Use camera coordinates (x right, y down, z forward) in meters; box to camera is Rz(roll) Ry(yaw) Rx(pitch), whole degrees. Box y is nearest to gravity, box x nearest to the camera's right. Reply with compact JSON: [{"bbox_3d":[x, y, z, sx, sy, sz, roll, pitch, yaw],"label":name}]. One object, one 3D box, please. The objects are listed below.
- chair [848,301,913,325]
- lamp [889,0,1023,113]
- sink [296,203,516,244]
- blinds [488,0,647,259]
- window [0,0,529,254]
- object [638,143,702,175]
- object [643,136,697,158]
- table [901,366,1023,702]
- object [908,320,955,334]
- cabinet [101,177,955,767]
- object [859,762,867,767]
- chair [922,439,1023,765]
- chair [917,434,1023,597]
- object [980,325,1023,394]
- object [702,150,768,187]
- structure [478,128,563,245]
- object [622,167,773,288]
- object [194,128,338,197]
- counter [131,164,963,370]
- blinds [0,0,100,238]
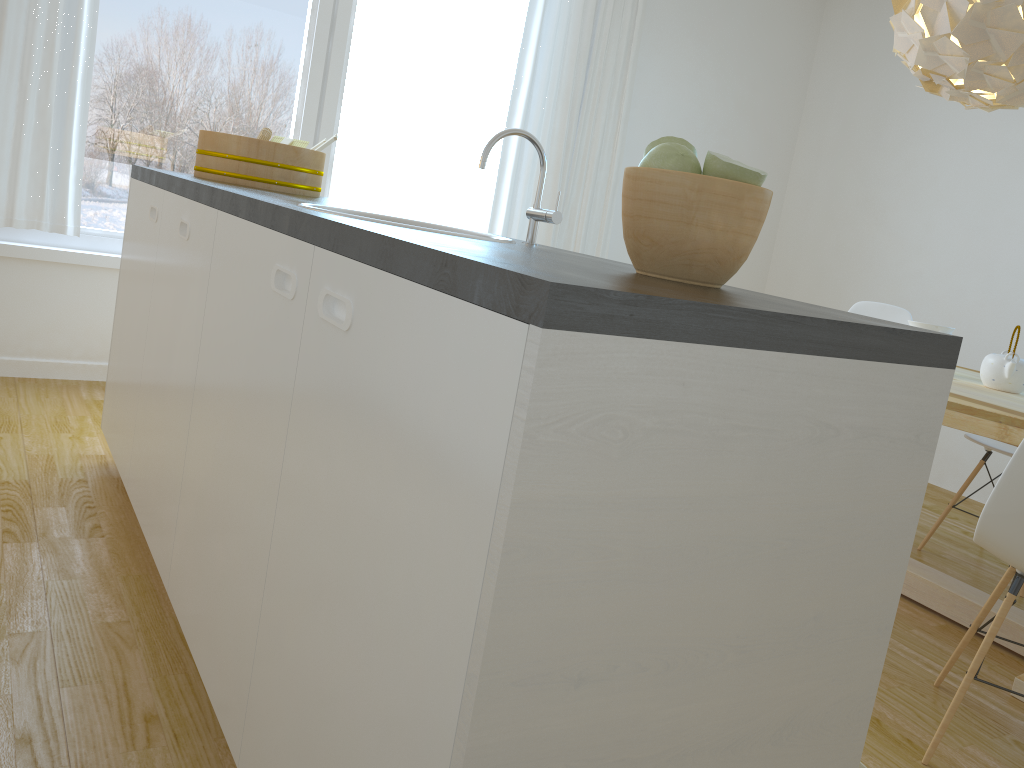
[{"bbox_3d":[1.499,0.080,3.929,0.433,0.894,0.523,15,9,32],"label":"chair"},{"bbox_3d":[1.579,-1.408,2.742,0.645,1.126,0.646,5,10,-33],"label":"lamp"},{"bbox_3d":[-0.204,-0.222,1.634,0.404,0.155,0.407,12,10,9],"label":"sink"},{"bbox_3d":[0.362,-1.521,4.635,0.793,2.143,0.151,5,9,-32],"label":"blinds"},{"bbox_3d":[-0.880,-1.458,4.125,2.720,1.903,0.089,4,9,-32],"label":"window"},{"bbox_3d":[0.212,-0.280,1.212,0.086,0.098,0.103,8,9,-11],"label":"object"},{"bbox_3d":[0.229,-0.320,1.282,0.077,0.071,0.074,9,9,-7],"label":"object"},{"bbox_3d":[1.326,0.317,2.983,1.191,0.719,2.215,4,12,-33],"label":"table"},{"bbox_3d":[1.437,-0.167,3.052,0.152,0.086,0.153,9,10,-4],"label":"object"},{"bbox_3d":[-0.407,0.109,1.969,0.599,0.902,2.428,5,11,-32],"label":"cabinet"},{"bbox_3d":[0.647,0.548,1.774,0.475,0.497,1.191,16,12,35],"label":"object"},{"bbox_3d":[1.229,0.414,1.918,0.432,0.894,0.524,14,9,27],"label":"chair"},{"bbox_3d":[1.983,0.274,3.361,0.522,0.894,0.434,5,9,-32],"label":"chair"},{"bbox_3d":[1.564,-0.084,2.794,0.177,0.210,0.149,5,10,-33],"label":"object"},{"bbox_3d":[0.295,-0.273,1.178,0.085,0.065,0.085,7,10,-20],"label":"object"},{"bbox_3d":[0.017,-0.380,1.699,0.162,0.213,0.098,5,9,-32],"label":"structure"},{"bbox_3d":[0.246,-0.214,1.235,0.206,0.141,0.206,13,10,19],"label":"object"},{"bbox_3d":[-0.765,-0.714,2.735,0.378,0.212,0.434,9,10,-4],"label":"object"},{"bbox_3d":[-0.325,-0.351,1.910,0.599,0.040,2.428,3,12,-32],"label":"counter"},{"bbox_3d":[-1.890,-1.653,3.226,0.793,2.143,0.151,5,9,-33],"label":"blinds"}]
